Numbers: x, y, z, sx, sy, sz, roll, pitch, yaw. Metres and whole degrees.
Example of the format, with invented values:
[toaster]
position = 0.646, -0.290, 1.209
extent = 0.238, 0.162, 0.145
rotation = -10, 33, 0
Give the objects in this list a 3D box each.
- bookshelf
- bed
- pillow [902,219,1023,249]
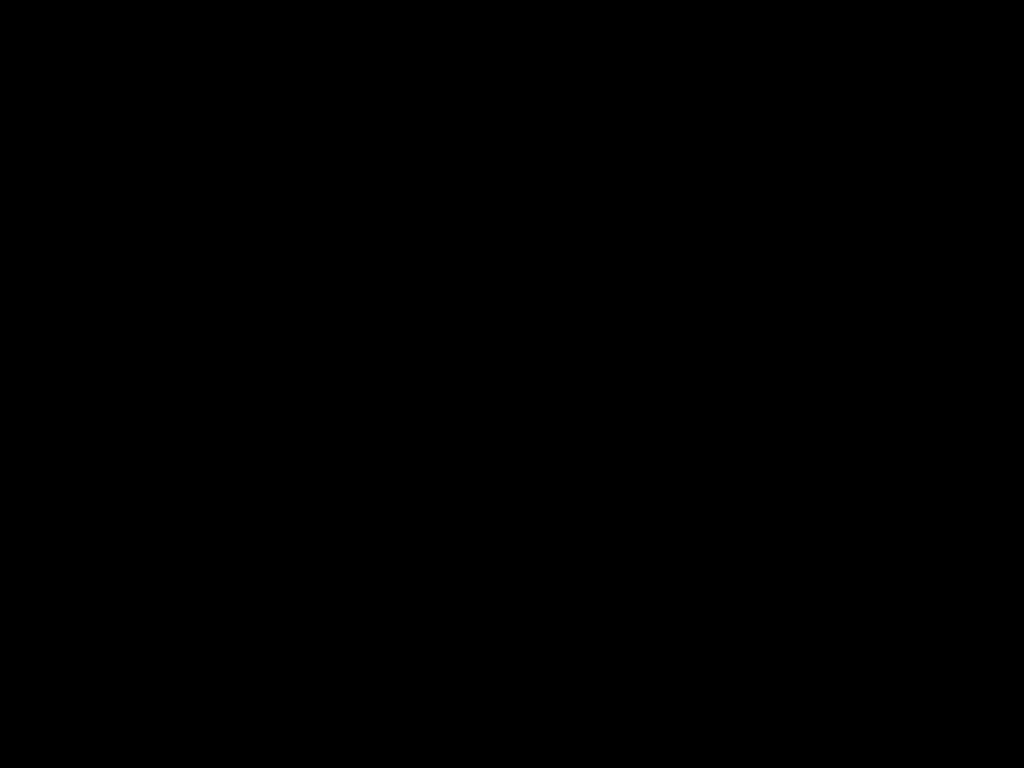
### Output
[bookshelf]
position = 0.502, 0.099, 1.075
extent = 0.643, 0.303, 1.495
rotation = 2, 1, -20
[bed]
position = -1.204, -0.307, 0.461
extent = 3.009, 0.994, 2.087
rotation = 2, 1, -20
[pillow]
position = 0.384, -0.164, 0.687
extent = 0.498, 0.241, 0.470
rotation = 3, 1, 35
